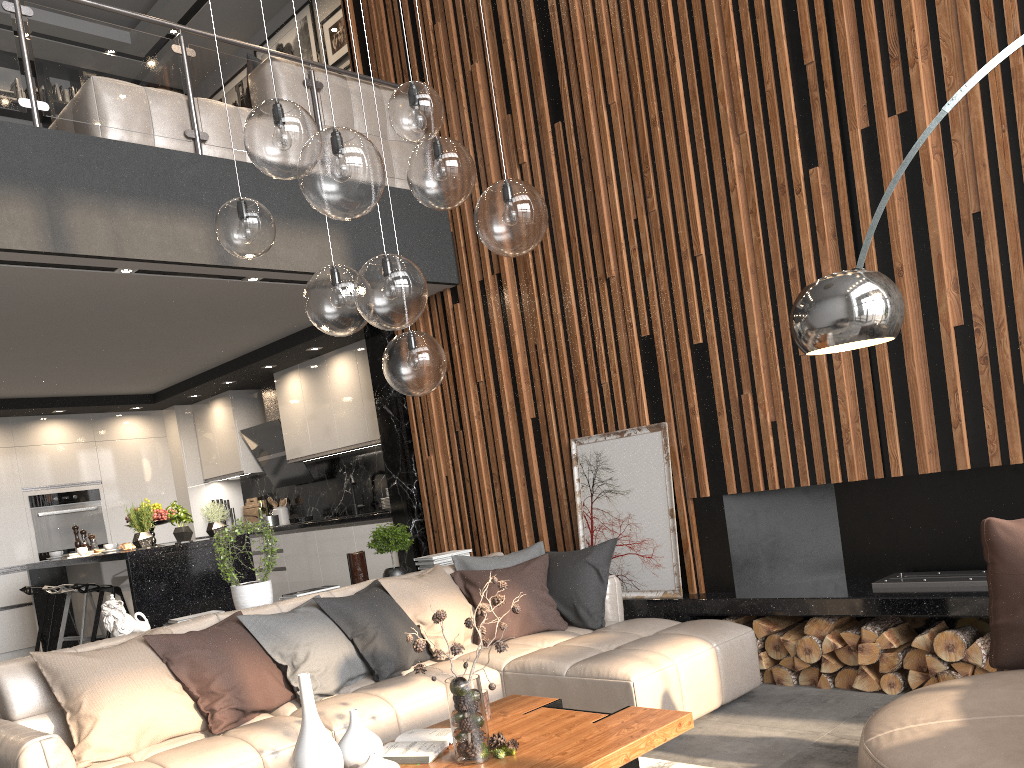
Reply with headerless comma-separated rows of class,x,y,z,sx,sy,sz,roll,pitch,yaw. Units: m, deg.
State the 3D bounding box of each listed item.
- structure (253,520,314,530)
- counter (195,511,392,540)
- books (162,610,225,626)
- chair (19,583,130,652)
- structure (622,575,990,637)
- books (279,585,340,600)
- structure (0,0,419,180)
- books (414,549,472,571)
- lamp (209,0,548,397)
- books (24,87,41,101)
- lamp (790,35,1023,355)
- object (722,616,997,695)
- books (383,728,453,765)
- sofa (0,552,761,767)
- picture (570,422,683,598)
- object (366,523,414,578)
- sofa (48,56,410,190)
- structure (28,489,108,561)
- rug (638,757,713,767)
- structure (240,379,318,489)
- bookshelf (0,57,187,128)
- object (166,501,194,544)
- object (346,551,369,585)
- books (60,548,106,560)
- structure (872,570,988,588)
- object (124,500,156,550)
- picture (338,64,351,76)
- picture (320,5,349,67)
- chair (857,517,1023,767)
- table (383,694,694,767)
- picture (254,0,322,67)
structure,-2.205,1.369,8.474,0.505,0.060,0.608,-2,-9,-45
counter,-1.902,1.311,8.168,0.604,0.040,3.501,-2,-9,-45
books,-1.625,1.250,4.545,0.345,0.100,0.196,-3,-7,-45
chair,-3.312,1.879,6.714,0.429,0.739,1.750,-9,-3,-45
structure,1.835,1.261,4.500,0.660,0.459,6.616,-5,-7,-45
books,-1.165,1.229,5.000,0.322,0.099,0.207,-3,-7,-45
structure,-3.221,-1.292,5.716,4.182,0.741,3.419,-2,-9,-45
books,-0.436,1.172,5.660,0.329,0.150,0.202,-4,-6,-44
lamp,-0.709,-2.480,2.705,1.242,5.016,1.213,-6,3,42
books,-4.537,-1.772,8.059,3.404,2.335,0.214,-5,-1,-45
lamp,1.842,0.066,2.305,2.049,2.344,0.315,-9,2,22
object,2.554,1.111,3.533,0.431,0.391,4.091,-6,-6,-44
books,-0.318,1.270,3.088,0.233,0.039,0.341,-11,-7,22
sofa,-0.479,1.362,4.031,3.213,0.820,1.900,-2,-8,-45
picture,0.669,0.776,5.213,0.737,1.002,0.100,-9,2,45
object,-0.747,1.061,5.423,0.310,0.410,0.271,-8,0,5
sofa,-2.168,-1.422,6.065,2.255,0.783,2.316,-3,-8,-45
structure,-4.546,1.429,8.811,0.648,0.634,0.659,-6,-3,-45
rug,-0.254,1.616,2.951,2.276,0.020,1.629,-2,-9,-45
structure,-2.262,0.480,8.502,0.746,1.034,0.408,-9,1,45
bookshelf,-4.537,-1.726,8.067,3.485,2.521,0.250,-5,0,-45
object,-2.392,0.994,6.316,0.177,0.313,0.174,-9,1,-34
object,-0.917,1.137,5.240,0.107,0.269,0.110,-9,2,-39
books,-3.474,1.378,7.107,0.174,0.038,0.319,-14,-8,44
structure,2.153,0.956,4.225,0.296,0.103,0.720,-3,-8,-45
object,-2.594,0.975,6.147,0.196,0.370,0.186,-8,1,0
picture,-1.295,-2.342,7.292,0.653,0.645,0.024,-10,1,45
picture,-1.429,-2.929,7.315,0.511,0.412,0.024,-11,0,45
chair,1.679,0.811,2.293,1.470,0.901,1.458,-7,-4,-18
table,-0.168,1.421,2.874,1.439,0.355,0.909,-2,-8,-45
picture,-2.029,-2.898,7.900,1.004,0.657,0.024,-12,-1,45
